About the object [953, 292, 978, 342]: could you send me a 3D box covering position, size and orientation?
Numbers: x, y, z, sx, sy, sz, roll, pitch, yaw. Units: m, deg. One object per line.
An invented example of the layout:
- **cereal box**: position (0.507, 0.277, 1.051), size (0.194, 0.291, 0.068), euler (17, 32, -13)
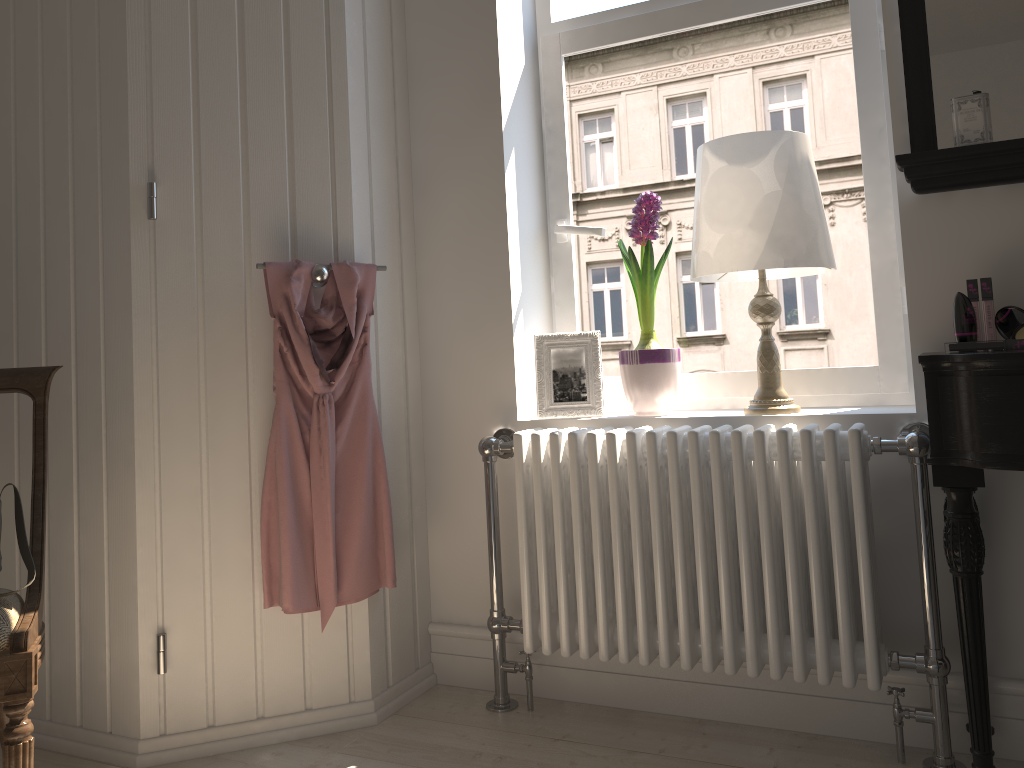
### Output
- **object**: position (0.905, -0.125, 1.763), size (0.054, 0.121, 0.030), euler (-1, -4, -25)

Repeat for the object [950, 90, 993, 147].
- **object**: position (0.958, -0.551, 1.840), size (0.072, 0.122, 0.037), euler (-5, -4, 31)

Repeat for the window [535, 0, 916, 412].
- **window**: position (0.503, -0.827, 2.383), size (0.946, 1.795, 0.110), euler (-4, -4, 26)

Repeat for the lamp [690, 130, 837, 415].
- **lamp**: position (0.603, -0.257, 2.129), size (0.338, 0.657, 0.341), euler (-5, -4, 38)

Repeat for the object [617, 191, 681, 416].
- **object**: position (0.346, -0.210, 2.275), size (0.156, 0.581, 0.156), euler (-4, -4, 11)

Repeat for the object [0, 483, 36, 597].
- **object**: position (-1.060, 0.262, 1.568), size (0.400, 0.250, 0.211), euler (-3, -2, -19)

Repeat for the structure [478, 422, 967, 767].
- **structure**: position (0.405, 0.441, 2.004), size (1.064, 0.687, 0.165), euler (-3, -4, 26)

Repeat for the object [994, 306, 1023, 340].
- **object**: position (0.961, -0.109, 1.717), size (0.083, 0.086, 0.079), euler (-2, -2, -24)

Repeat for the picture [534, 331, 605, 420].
- **picture**: position (0.149, -0.023, 2.313), size (0.176, 0.227, 0.049), euler (-3, -4, 6)

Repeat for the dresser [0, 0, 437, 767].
- **dresser**: position (-0.846, -0.461, 2.370), size (1.021, 2.602, 0.699), euler (-5, -4, 26)

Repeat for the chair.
- **chair**: position (-1.107, 0.423, 1.585), size (0.521, 0.897, 0.534), euler (-2, -3, -19)

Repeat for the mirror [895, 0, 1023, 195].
- **mirror**: position (1.315, -0.712, 1.669), size (1.114, 0.576, 0.066), euler (-3, -4, 26)

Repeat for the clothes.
- **clothes**: position (-0.441, 0.135, 2.116), size (0.330, 0.883, 0.092), euler (-1, -5, -34)

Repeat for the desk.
- **desk**: position (1.299, 0.337, 1.422), size (1.102, 0.829, 0.435), euler (-3, -3, 26)
